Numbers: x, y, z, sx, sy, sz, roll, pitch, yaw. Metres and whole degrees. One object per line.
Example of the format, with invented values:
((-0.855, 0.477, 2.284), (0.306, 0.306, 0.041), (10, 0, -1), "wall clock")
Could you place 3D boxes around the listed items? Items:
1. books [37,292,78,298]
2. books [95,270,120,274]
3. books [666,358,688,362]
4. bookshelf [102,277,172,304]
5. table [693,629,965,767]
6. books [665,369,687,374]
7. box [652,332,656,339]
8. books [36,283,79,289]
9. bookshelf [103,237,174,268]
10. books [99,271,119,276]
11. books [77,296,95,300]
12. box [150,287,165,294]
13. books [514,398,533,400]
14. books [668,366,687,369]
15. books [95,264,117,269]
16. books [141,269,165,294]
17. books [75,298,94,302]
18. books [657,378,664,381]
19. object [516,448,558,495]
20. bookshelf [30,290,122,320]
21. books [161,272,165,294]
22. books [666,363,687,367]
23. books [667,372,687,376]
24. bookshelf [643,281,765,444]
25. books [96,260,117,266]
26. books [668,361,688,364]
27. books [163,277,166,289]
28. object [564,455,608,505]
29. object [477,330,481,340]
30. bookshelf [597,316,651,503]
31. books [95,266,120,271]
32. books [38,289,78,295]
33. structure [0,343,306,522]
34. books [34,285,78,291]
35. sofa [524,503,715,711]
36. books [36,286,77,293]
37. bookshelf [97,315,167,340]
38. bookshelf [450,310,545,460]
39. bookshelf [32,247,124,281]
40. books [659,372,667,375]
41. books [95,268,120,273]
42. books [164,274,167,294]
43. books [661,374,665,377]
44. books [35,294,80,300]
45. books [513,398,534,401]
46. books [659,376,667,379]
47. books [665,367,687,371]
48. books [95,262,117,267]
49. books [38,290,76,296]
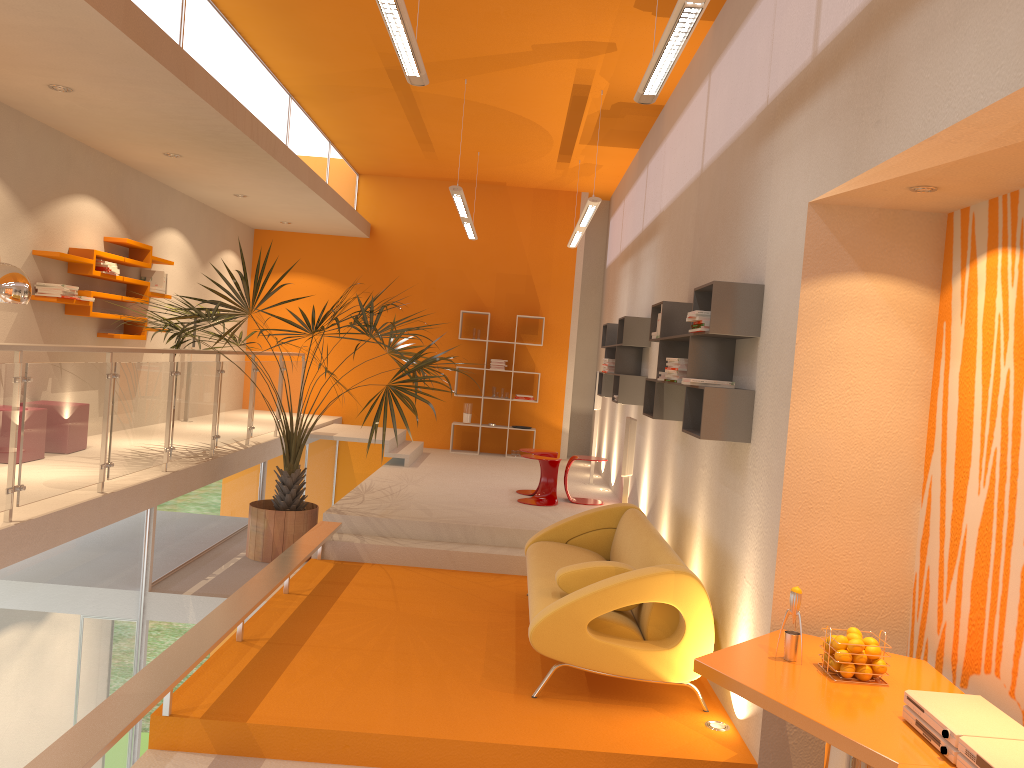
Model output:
((-3.682, -0.719, 7.184), (0.190, 0.011, 0.268), (5, 2, 2), "books")
((-3.672, -1.003, 7.899), (0.268, 0.011, 0.190), (5, 2, 2), "books")
((1.072, -0.139, 5.317), (0.230, 0.017, 0.226), (4, 2, -10), "books")
((-3.710, -0.910, 8.803), (0.220, 0.220, 1.150), (5, 2, 0), "bookshelf")
((1.136, 1.473, 2.558), (0.969, 0.760, 2.573), (5, 2, 0), "table")
((1.066, -0.068, 5.319), (0.230, 0.017, 0.226), (4, 2, -10), "books")
((1.108, -0.329, 6.191), (0.232, 0.047, 0.232), (5, 2, 0), "box")
((-3.684, -0.797, 7.197), (0.226, 0.017, 0.230), (5, 2, 0), "books")
((-3.681, -1.264, 8.793), (0.220, 0.220, 1.150), (5, 2, 0), "bookshelf")
((-3.678, -0.992, 7.906), (0.210, 0.013, 0.297), (5, 2, 0), "books")
((-3.689, -0.734, 7.487), (0.226, 0.017, 0.230), (5, 2, 0), "books")
((-3.656, -0.952, 8.941), (0.232, 0.047, 0.232), (5, 2, 0), "box")
((0.171, 0.211, 12.516), (0.268, 0.011, 0.190), (5, 2, 2), "books")
((1.060, -0.095, 5.319), (0.190, 0.011, 0.268), (5, 2, -3), "books")
((-3.669, -1.047, 7.890), (0.227, 0.017, 0.230), (4, 2, -5), "books")
((-3.676, -1.047, 9.063), (0.230, 0.227, 0.017), (5, 2, 0), "books")
((-3.695, -0.718, 7.475), (0.254, 0.015, 0.190), (5, 2, 7), "books")
((1.052, -0.022, 5.676), (0.210, 0.013, 0.297), (5, 2, 15), "books")
((0.265, 0.921, 9.231), (0.391, 0.450, 0.420), (4, 2, -30), "object")
((-3.729, -0.698, 7.627), (0.220, 0.220, 1.150), (5, 2, 0), "bookshelf")
((-3.683, -1.048, 9.081), (0.230, 0.227, 0.017), (5, 2, 0), "books")
((1.059, -0.109, 5.328), (0.190, 0.015, 0.254), (4, 2, -9), "books")
((1.052, -0.053, 5.322), (0.190, 0.015, 0.254), (5, 2, -3), "books")
((1.096, -0.135, 5.392), (0.252, 0.790, 2.000), (5, 2, 0), "bookshelf")
((-3.681, -1.080, 7.888), (0.230, 0.017, 0.226), (5, 2, 0), "books")
((1.058, -0.124, 5.320), (0.190, 0.015, 0.254), (5, 2, -3), "books")
((-3.677, -1.019, 9.104), (0.230, 0.169, 0.027), (5, 2, 0), "books")
((0.739, 0.967, 8.956), (0.420, 0.450, 0.391), (5, 2, 0), "object")
((-1.695, 1.926, 9.349), (0.351, 5.384, 6.779), (5, 2, 20), "object")
((1.029, 0.459, 8.289), (0.322, 2.145, 3.370), (5, 2, 2), "bookshelf")
((-3.667, -1.031, 7.903), (0.254, 0.015, 0.190), (5, 2, 2), "books")
((-3.675, -0.747, 7.181), (0.190, 0.015, 0.254), (5, 2, 2), "books")
((-2.582, 0.232, 4.994), (0.195, 0.900, 11.050), (5, 2, 0), "structure")
((-3.690, -0.781, 7.185), (0.254, 0.015, 0.190), (5, 2, 7), "books")
((0.552, 1.217, 5.388), (0.929, 0.706, 2.081), (5, 2, 0), "sofa")
((-3.687, -0.764, 7.184), (0.230, 0.017, 0.227), (4, 2, -5), "books")
((-3.738, -0.553, 8.813), (0.220, 0.220, 1.150), (5, 2, 0), "bookshelf")
((0.513, 1.399, 11.709), (1.107, 4.600, 3.516), (3, 2, -42), "bookshelf")
((-3.700, -1.054, 7.617), (0.220, 0.220, 1.150), (5, 2, 0), "bookshelf")
((1.053, -0.063, 5.682), (0.190, 0.015, 0.254), (5, 2, 17), "books")
((-3.661, -1.016, 7.900), (0.254, 0.015, 0.190), (5, 2, -4), "books")
((-3.671, -1.041, 9.156), (0.207, 0.210, 0.021), (5, 2, 0), "books")
((1.057, -0.047, 5.689), (0.190, 0.015, 0.254), (5, 2, 11), "books")
((-3.682, -0.707, 7.188), (0.210, 0.013, 0.297), (5, 2, 0), "books")
((0.166, 0.223, 12.517), (0.296, 0.013, 0.210), (5, 2, 0), "books")
((1.055, -0.034, 5.679), (0.190, 0.011, 0.268), (5, 2, 17), "books")
((1.058, -0.083, 5.315), (0.210, 0.013, 0.297), (4, 2, -5), "books")
((-3.670, -1.063, 7.884), (0.190, 0.015, 0.254), (5, 2, 7), "books")
((-3.679, -0.732, 7.174), (0.190, 0.015, 0.254), (5, 2, -4), "books")
